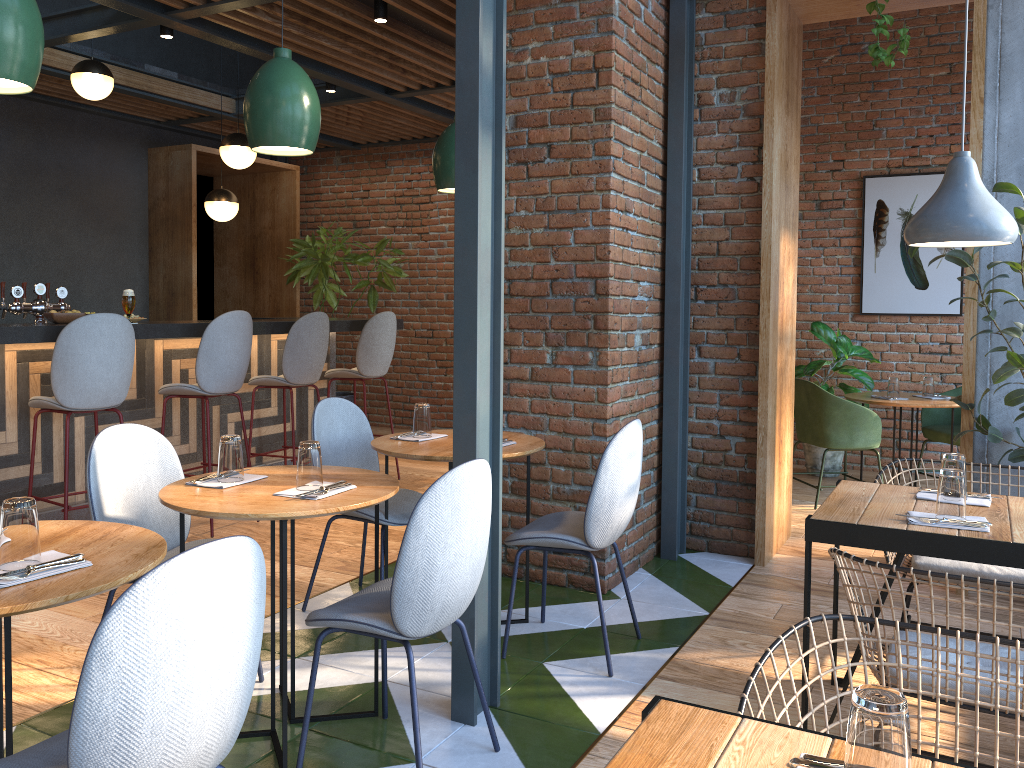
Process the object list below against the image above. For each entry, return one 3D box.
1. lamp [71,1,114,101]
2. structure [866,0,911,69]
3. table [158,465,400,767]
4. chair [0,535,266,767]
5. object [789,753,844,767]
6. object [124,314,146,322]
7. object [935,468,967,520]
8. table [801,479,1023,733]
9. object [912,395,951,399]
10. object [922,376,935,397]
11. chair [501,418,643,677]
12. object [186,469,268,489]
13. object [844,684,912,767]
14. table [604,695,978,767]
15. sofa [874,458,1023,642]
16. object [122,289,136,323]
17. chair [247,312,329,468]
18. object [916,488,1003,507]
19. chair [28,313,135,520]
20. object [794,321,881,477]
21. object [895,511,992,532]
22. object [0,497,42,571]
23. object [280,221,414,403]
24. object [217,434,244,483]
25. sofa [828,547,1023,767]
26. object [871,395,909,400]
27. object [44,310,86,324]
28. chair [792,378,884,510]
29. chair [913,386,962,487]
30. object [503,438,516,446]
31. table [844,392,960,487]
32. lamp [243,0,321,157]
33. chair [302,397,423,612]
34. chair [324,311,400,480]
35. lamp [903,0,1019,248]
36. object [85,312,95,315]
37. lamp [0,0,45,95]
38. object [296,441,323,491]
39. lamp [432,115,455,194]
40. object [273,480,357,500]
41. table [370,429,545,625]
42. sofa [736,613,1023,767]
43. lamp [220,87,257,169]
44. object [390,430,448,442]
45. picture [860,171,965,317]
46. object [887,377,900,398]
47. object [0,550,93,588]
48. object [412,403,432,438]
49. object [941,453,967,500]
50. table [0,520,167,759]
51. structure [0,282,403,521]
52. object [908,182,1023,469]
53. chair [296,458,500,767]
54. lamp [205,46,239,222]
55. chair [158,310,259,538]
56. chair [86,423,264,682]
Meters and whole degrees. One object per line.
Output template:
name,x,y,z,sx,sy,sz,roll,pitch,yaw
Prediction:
lamp,-2.848,-3.832,5.974,0.268,3.786,0.268,2,3,34
structure,1.481,-1.872,3.880,0.513,0.966,0.665,2,3,20
table,-0.696,0.681,2.693,0.699,0.745,0.701,-1,4,-20
chair,-0.732,0.703,1.669,0.508,0.886,0.419,2,3,29
object,0.452,0.497,1.062,0.243,0.019,0.158,3,6,27
object,-2.175,-0.360,4.848,0.164,0.052,0.292,4,6,36
object,1.234,0.309,2.489,0.080,0.138,0.080,0,3,-12
table,1.540,0.739,2.510,1.272,0.704,0.659,3,4,28
object,2.885,0.085,6.079,0.157,0.019,0.243,-1,5,-14
object,2.860,0.018,6.082,0.080,0.138,0.080,-2,4,-41
chair,0.229,0.561,3.343,0.508,0.886,0.419,2,3,24
object,-0.878,0.290,2.753,0.157,0.019,0.243,3,6,25
object,0.432,0.433,1.044,0.080,0.138,0.080,-2,4,-40
table,0.624,0.886,0.790,1.272,0.704,0.659,3,4,28
sofa,1.809,0.683,3.013,1.092,0.731,0.471,3,4,28
object,-2.063,-0.420,4.766,0.070,0.182,0.070,-2,4,-42
chair,-1.454,0.146,5.777,0.508,1.240,0.419,2,3,26
object,1.396,0.351,2.772,0.243,0.019,0.158,4,6,31
chair,-2.144,0.263,4.414,0.508,1.240,0.419,3,4,39
object,2.428,0.111,6.828,0.633,1.194,0.716,0,3,-12
object,1.205,0.376,2.479,0.243,0.019,0.158,3,6,25
object,-1.016,0.307,1.827,0.080,0.138,0.080,1,3,6
object,-1.720,-0.546,8.682,1.518,2.092,1.084,3,4,33
object,-0.865,0.227,2.722,0.080,0.138,0.080,-1,3,-22
sofa,1.278,0.768,2.017,1.092,0.731,0.471,3,4,28
object,2.556,0.088,6.015,0.157,0.019,0.243,-1,5,-14
object,-2.345,-0.354,4.645,0.168,0.072,0.168,-4,6,-42
chair,2.165,0.375,5.981,0.515,0.817,0.640,0,4,-8
chair,3.183,0.370,6.146,0.515,0.817,0.640,0,4,-13
object,-0.104,0.232,3.483,0.157,0.019,0.243,4,6,31
table,2.696,0.438,6.066,0.807,0.685,0.809,1,4,12
lamp,-0.673,-1.699,2.593,0.224,2.017,0.224,2,3,31
chair,-0.594,0.513,3.787,0.508,0.886,0.419,2,3,29
chair,-1.098,0.092,6.417,0.508,1.240,0.419,2,3,27
lamp,1.557,-2.717,2.948,0.353,4.481,0.353,2,3,33
object,-2.311,-0.362,4.815,0.078,0.060,0.108,4,5,36
lamp,-1.092,-1.632,1.806,0.224,2.017,0.224,2,3,31
object,-0.597,0.239,2.614,0.080,0.138,0.080,3,4,38
lamp,-0.197,-1.776,3.486,0.224,2.017,0.224,2,3,31
object,-0.582,0.307,2.596,0.157,0.019,0.243,3,6,25
table,-0.220,0.604,3.587,0.699,0.745,0.701,0,4,-16
sofa,0.889,0.831,1.286,1.092,0.731,0.471,3,4,28
lamp,-2.041,-3.508,6.586,0.268,3.786,0.268,2,3,37
object,-0.379,0.212,3.674,0.157,0.019,0.243,4,6,31
picture,3.079,-1.072,6.820,0.726,1.092,0.023,2,3,28
object,2.584,0.023,5.998,0.080,0.138,0.080,-2,4,-41
object,-1.004,0.375,1.807,0.157,0.019,0.243,4,6,33
object,-0.369,0.149,3.641,0.080,0.138,0.080,-1,3,-25
object,1.374,0.287,2.755,0.080,0.138,0.080,4,4,44
table,-1.115,0.748,1.906,0.700,0.745,0.700,3,5,38
structure,-3.239,0.090,5.372,2.919,1.393,4.930,3,6,28
object,2.255,0.109,3.600,1.063,1.769,1.020,0,3,-3
chair,-0.318,0.633,2.488,0.508,0.886,0.419,2,3,29
lamp,-2.361,-3.222,7.184,0.268,3.786,0.268,-2,3,-41
chair,-1.749,0.197,5.068,0.508,1.240,0.419,2,3,24
chair,-1.110,0.587,2.914,0.508,0.886,0.419,2,3,24
